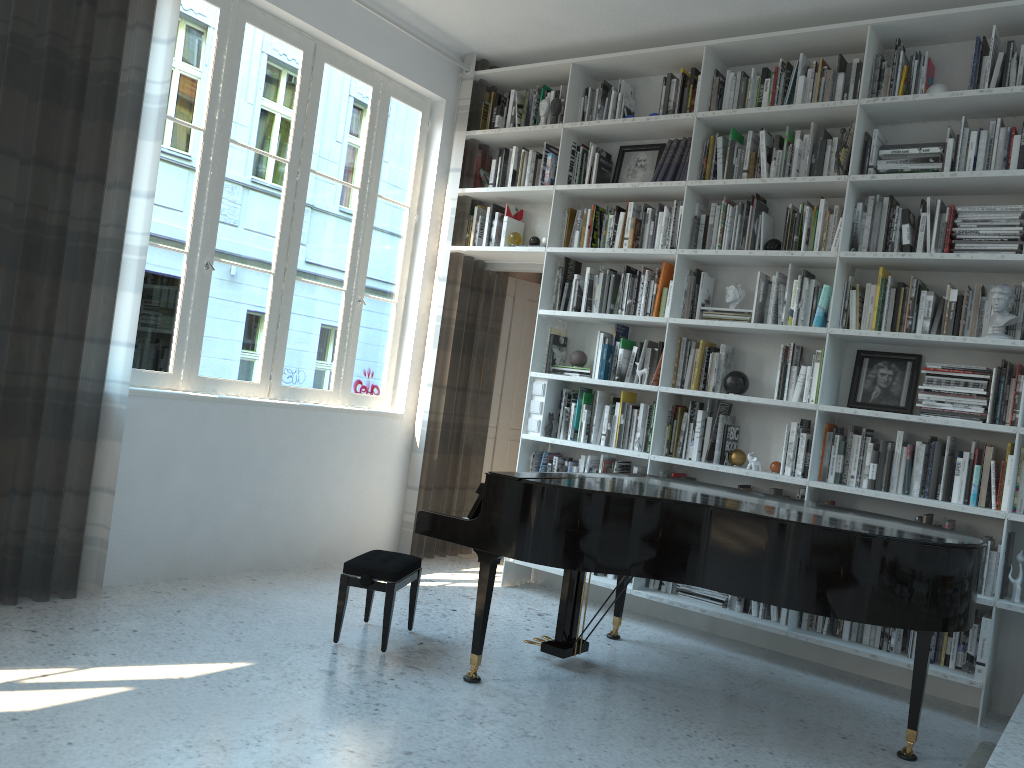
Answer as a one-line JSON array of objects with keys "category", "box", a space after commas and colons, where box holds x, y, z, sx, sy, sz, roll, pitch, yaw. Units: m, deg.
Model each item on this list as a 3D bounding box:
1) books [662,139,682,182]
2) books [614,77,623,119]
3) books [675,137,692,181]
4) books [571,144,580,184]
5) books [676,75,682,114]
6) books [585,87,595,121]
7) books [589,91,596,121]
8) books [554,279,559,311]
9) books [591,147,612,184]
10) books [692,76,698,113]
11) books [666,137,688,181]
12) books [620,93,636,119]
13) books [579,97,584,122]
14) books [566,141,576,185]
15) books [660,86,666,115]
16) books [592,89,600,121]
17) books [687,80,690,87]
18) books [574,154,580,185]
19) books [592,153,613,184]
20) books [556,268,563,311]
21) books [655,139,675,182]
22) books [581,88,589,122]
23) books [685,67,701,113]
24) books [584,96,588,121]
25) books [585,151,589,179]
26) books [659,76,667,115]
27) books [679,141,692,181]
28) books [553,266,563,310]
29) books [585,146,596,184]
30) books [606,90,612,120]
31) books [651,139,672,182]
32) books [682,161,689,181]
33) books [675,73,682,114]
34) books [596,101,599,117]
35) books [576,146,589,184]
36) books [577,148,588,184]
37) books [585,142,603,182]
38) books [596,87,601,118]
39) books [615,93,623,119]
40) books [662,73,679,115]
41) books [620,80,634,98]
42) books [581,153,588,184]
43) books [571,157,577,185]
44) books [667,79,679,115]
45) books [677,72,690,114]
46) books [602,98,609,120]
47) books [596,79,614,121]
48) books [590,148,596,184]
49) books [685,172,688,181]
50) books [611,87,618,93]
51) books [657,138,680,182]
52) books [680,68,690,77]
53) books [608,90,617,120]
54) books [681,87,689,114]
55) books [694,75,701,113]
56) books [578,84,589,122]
[{"category": "books", "box": [0.936, -1.214, 4.998, 0.110, 0.279, 0.174, 8, 0, 35]}, {"category": "books", "box": [0.651, -1.634, 5.233, 0.007, 0.301, 0.145, 8, 0, 35]}, {"category": "books", "box": [0.988, -1.214, 4.961, 0.078, 0.285, 0.174, 8, 0, 35]}, {"category": "books", "box": [0.409, -1.286, 5.357, 0.006, 0.287, 0.148, 8, 0, 35]}, {"category": "books", "box": [0.970, -1.575, 4.984, 0.010, 0.263, 0.156, 8, 0, 35]}, {"category": "books", "box": [0.497, -1.627, 5.329, 0.012, 0.249, 0.180, 8, 0, 35]}, {"category": "books", "box": [0.518, -1.612, 5.309, 0.013, 0.225, 0.177, 8, 0, 35]}, {"category": "books", "box": [0.314, -0.519, 5.354, 0.026, 0.209, 0.155, 8, 0, 35]}, {"category": "books", "box": [0.530, -1.256, 5.261, 0.012, 0.254, 0.166, 8, 0, 35]}, {"category": "books", "box": [1.054, -1.563, 4.946, 0.022, 0.260, 0.152, 8, 0, 35]}, {"category": "books", "box": [0.949, -1.216, 4.964, 0.097, 0.282, 0.174, 8, 0, 35]}, {"category": "books", "box": [0.678, -1.584, 5.215, 0.013, 0.210, 0.136, 8, 0, 35]}, {"category": "books", "box": [0.452, -1.610, 5.362, 0.017, 0.204, 0.142, 8, 0, 35]}, {"category": "books", "box": [0.392, -1.292, 5.357, 0.005, 0.292, 0.184, 8, 0, 35]}, {"category": "books", "box": [0.891, -1.562, 5.046, 0.028, 0.218, 0.153, 8, 0, 35]}, {"category": "books", "box": [0.534, -1.619, 5.305, 0.016, 0.243, 0.156, 8, 0, 35]}, {"category": "books", "box": [1.005, -1.566, 4.995, 0.013, 0.254, 0.129, 8, 0, 35]}, {"category": "books", "box": [0.430, -1.248, 5.314, 0.004, 0.214, 0.186, 8, 0, 35]}, {"category": "books", "box": [0.533, -1.235, 5.248, 0.012, 0.214, 0.185, 8, 0, 35]}, {"category": "books", "box": [0.328, -0.546, 5.327, 0.027, 0.266, 0.176, 8, 0, 35]}, {"category": "books", "box": [0.899, -1.219, 5.024, 0.110, 0.279, 0.174, 8, 0, 35]}, {"category": "books", "box": [0.468, -1.635, 5.360, 0.007, 0.259, 0.156, 8, 0, 35]}, {"category": "books", "box": [1.024, -1.585, 4.940, 0.025, 0.297, 0.163, 8, 0, 35]}, {"category": "books", "box": [0.481, -1.609, 5.348, 0.032, 0.210, 0.158, 8, 0, 35]}, {"category": "books", "box": [0.488, -1.255, 5.295, 0.019, 0.244, 0.153, 8, 0, 35]}, {"category": "books", "box": [0.886, -1.592, 5.068, 0.013, 0.278, 0.151, 8, 0, 35]}, {"category": "books", "box": [1.009, -1.211, 4.952, 0.078, 0.285, 0.174, 8, 0, 35]}, {"category": "books", "box": [0.309, -0.557, 5.372, 0.012, 0.285, 0.159, 8, 0, 35]}, {"category": "books", "box": [0.503, -1.261, 5.271, 0.023, 0.258, 0.183, 8, 0, 35]}, {"category": "books", "box": [0.613, -1.598, 5.240, 0.013, 0.219, 0.181, 8, 0, 35]}, {"category": "books", "box": [0.876, -1.222, 5.030, 0.110, 0.279, 0.174, 8, 0, 35]}, {"category": "books", "box": [1.024, -1.209, 4.935, 0.078, 0.285, 0.174, 8, 0, 35]}, {"category": "books", "box": [0.969, -1.585, 5.000, 0.013, 0.283, 0.166, 8, 0, 35]}, {"category": "books", "box": [0.547, -1.592, 5.304, 0.014, 0.192, 0.146, 8, 0, 35]}, {"category": "books", "box": [0.446, -1.269, 5.322, 0.009, 0.260, 0.184, 8, 0, 35]}, {"category": "books", "box": [0.451, -1.261, 5.302, 0.004, 0.246, 0.189, 8, 0, 35]}, {"category": "books", "box": [0.499, -1.273, 5.287, 0.005, 0.281, 0.191, 8, 0, 35]}, {"category": "books", "box": [0.556, -1.625, 5.285, 0.016, 0.261, 0.154, 8, 0, 35]}, {"category": "books", "box": [0.662, -1.582, 5.214, 0.014, 0.202, 0.170, 8, 0, 35]}, {"category": "books", "box": [0.914, -1.590, 5.027, 0.024, 0.279, 0.188, 8, 0, 35]}, {"category": "books", "box": [0.666, -1.627, 5.237, 0.015, 0.293, 0.131, 8, 0, 35]}, {"category": "books", "box": [0.470, -1.245, 5.293, 0.018, 0.218, 0.186, 8, 0, 35]}, {"category": "books", "box": [0.415, -1.244, 5.354, 0.015, 0.207, 0.172, 8, 0, 35]}, {"category": "books", "box": [0.932, -1.572, 5.011, 0.028, 0.249, 0.155, 8, 0, 35]}, {"category": "books", "box": [0.980, -1.579, 4.978, 0.011, 0.274, 0.183, 8, 0, 35]}, {"category": "books", "box": [0.587, -1.582, 5.262, 0.026, 0.182, 0.161, 8, 0, 35]}, {"category": "books", "box": [0.566, -1.634, 5.259, 0.015, 0.279, 0.190, 8, 0, 35]}, {"category": "books", "box": [0.521, -1.254, 5.269, 0.011, 0.250, 0.168, 8, 0, 35]}, {"category": "books", "box": [1.035, -1.208, 4.911, 0.078, 0.285, 0.174, 8, 0, 35]}, {"category": "books", "box": [0.610, -1.614, 5.255, 0.013, 0.253, 0.129, 8, 0, 35]}, {"category": "books", "box": [0.907, -1.218, 4.997, 0.110, 0.279, 0.174, 8, 0, 35]}, {"category": "books", "box": [0.969, -1.603, 5.020, 0.014, 0.321, 0.137, 8, 0, 35]}, {"category": "books", "box": [0.622, -1.593, 5.225, 0.021, 0.214, 0.173, 8, 0, 35]}, {"category": "books", "box": [1.002, -1.534, 4.964, 0.027, 0.190, 0.177, 8, 0, 35]}, {"category": "books", "box": [1.068, -1.558, 4.920, 0.031, 0.254, 0.178, 8, 0, 35]}, {"category": "books", "box": [0.452, -1.650, 5.376, 0.007, 0.285, 0.159, 8, 0, 35]}]
